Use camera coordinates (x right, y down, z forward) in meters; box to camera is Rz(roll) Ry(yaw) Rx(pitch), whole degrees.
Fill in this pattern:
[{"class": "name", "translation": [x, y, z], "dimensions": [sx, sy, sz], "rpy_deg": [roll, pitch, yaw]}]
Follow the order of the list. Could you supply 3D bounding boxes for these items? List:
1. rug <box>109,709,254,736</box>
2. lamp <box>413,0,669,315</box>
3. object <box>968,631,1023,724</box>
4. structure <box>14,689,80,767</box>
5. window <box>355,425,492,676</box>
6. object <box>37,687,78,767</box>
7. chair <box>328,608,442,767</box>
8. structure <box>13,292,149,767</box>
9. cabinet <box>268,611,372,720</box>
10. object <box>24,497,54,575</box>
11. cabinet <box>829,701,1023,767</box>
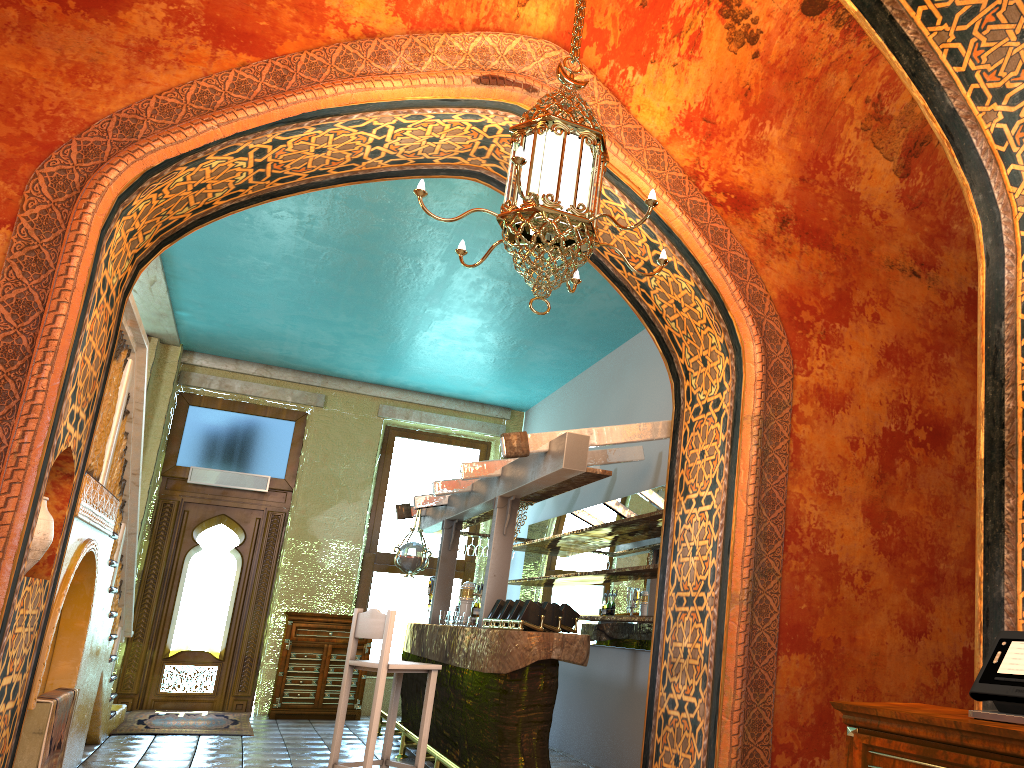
[{"class": "rug", "translation": [-3.635, 3.777, 9.544], "dimensions": [1.432, 0.038, 2.219], "rpy_deg": [9, -17, -18]}, {"class": "lamp", "translation": [0.280, -1.463, 4.308], "dimensions": [1.410, 2.343, 1.034], "rpy_deg": [11, -14, -20]}, {"class": "object", "translation": [1.856, 1.032, 2.998], "dimensions": [0.281, 0.315, 0.413], "rpy_deg": [13, -17, -28]}, {"class": "structure", "translation": [-2.799, 2.210, 5.065], "dimensions": [0.118, 0.682, 0.938], "rpy_deg": [10, -16, -15]}, {"class": "window", "translation": [-1.265, 2.365, 12.038], "dimensions": [1.682, 3.387, 0.081], "rpy_deg": [12, -14, -24]}, {"class": "object", "translation": [-2.775, 2.124, 5.075], "dimensions": [0.164, 0.550, 0.818], "rpy_deg": [10, -16, -16]}, {"class": "chair", "translation": [-0.918, 2.347, 6.278], "dimensions": [0.450, 1.323, 0.557], "rpy_deg": [-6, -18, 43]}, {"class": "structure", "translation": [-4.104, 1.402, 6.752], "dimensions": [1.958, 3.112, 5.442], "rpy_deg": [10, -16, -16]}, {"class": "cabinet", "translation": [-2.401, 3.588, 10.816], "dimensions": [1.222, 1.291, 0.565], "rpy_deg": [11, -14, -23]}, {"class": "object", "translation": [-2.385, 0.733, 4.140], "dimensions": [0.260, 0.380, 0.247], "rpy_deg": [7, -14, -4]}, {"class": "cabinet", "translation": [1.699, 1.705, 2.908], "dimensions": [0.537, 1.043, 1.383], "rpy_deg": [10, -16, -16]}]
